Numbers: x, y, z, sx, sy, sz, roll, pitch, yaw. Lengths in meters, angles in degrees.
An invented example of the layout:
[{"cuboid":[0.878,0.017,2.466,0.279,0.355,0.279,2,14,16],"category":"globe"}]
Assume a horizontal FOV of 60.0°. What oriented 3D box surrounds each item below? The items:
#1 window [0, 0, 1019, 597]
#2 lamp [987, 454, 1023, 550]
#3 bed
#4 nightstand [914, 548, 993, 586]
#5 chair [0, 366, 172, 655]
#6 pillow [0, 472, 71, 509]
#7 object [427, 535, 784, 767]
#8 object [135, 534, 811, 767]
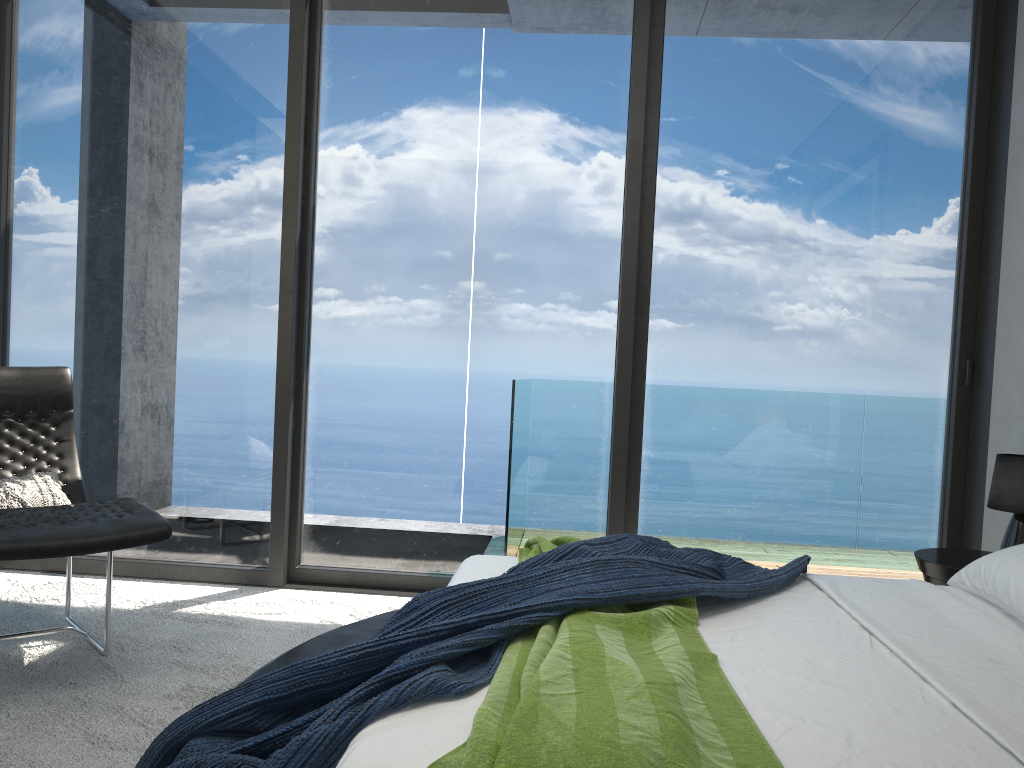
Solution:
[{"cuboid":[2.150,-0.461,2.346,9.722,3.186,3.594,3,1,4],"category":"window"},{"cuboid":[1.871,0.464,3.246,0.219,0.400,0.241,2,2,-27],"category":"lamp"},{"cuboid":[0.644,0.599,2.014,2.617,0.934,2.753,3,1,4],"category":"bed"},{"cuboid":[1.754,0.879,3.300,0.496,0.440,0.496,3,1,15],"category":"nightstand"},{"cuboid":[-1.700,0.441,3.012,0.639,0.996,1.280,1,2,-41],"category":"chair"},{"cuboid":[-1.783,0.430,3.114,0.442,0.199,0.312,2,2,-45],"category":"pillow"},{"cuboid":[0.168,0.650,2.056,0.646,0.342,2.301,3,1,4],"category":"object"},{"cuboid":[0.080,0.702,2.225,2.154,0.568,0.684,2,2,-44],"category":"object"}]
